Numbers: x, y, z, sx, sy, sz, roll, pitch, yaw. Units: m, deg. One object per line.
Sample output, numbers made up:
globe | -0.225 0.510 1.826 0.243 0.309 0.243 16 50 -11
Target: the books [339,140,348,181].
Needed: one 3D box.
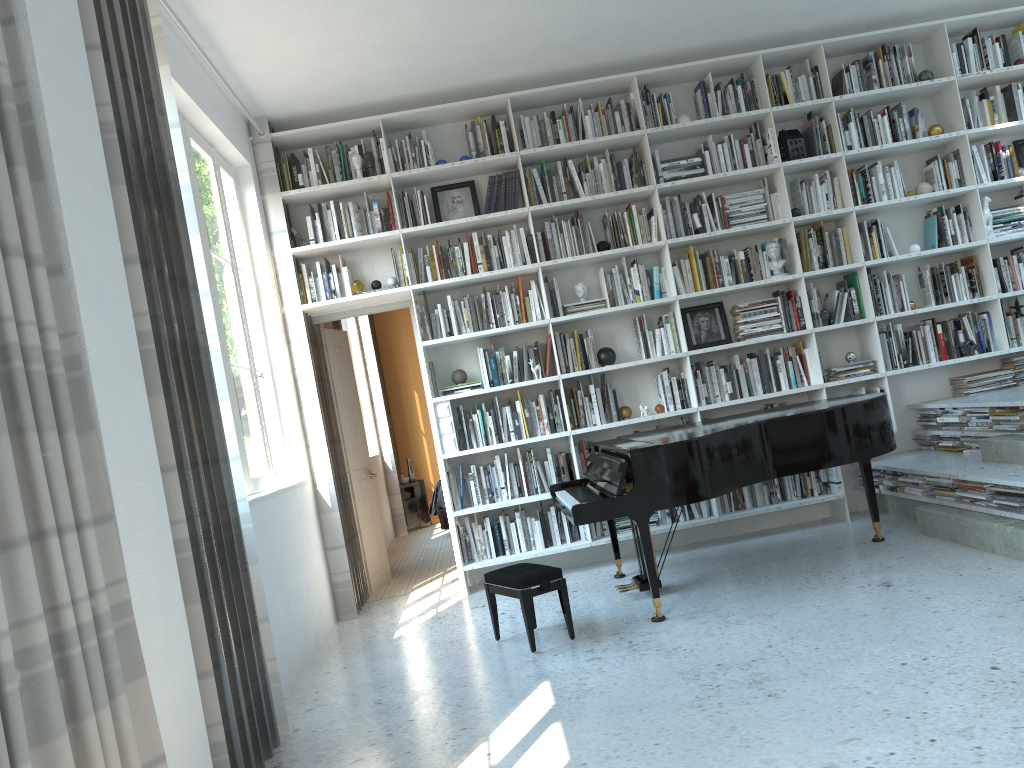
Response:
books | -1.115 -1.443 5.893 0.029 0.314 0.129 -10 -1 -3

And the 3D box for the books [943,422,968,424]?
books | 2.884 0.234 5.647 0.152 0.009 0.259 -10 -2 -6

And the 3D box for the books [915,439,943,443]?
books | 2.858 0.371 5.968 0.158 0.012 0.279 -10 -2 -4

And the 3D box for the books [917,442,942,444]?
books | 2.857 0.383 5.968 0.170 0.012 0.215 -10 -2 -3

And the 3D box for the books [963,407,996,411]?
books | 2.870 0.138 5.344 0.164 0.015 0.243 -10 -2 -8

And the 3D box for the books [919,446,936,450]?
books | 2.865 0.417 5.967 0.163 0.019 0.187 -10 -2 -4

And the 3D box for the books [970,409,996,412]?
books | 2.885 0.149 5.344 0.149 0.013 0.220 -11 -2 0

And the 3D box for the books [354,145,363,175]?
books | -1.003 -1.433 5.889 0.021 0.253 0.179 -10 -1 -3

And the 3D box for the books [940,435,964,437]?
books | 2.866 0.318 5.658 0.149 0.014 0.228 -10 -2 -5

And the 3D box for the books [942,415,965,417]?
books | 2.870 0.190 5.647 0.171 0.007 0.206 -10 -2 -1

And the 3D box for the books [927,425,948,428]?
books | 2.891 0.278 5.937 0.134 0.014 0.181 -10 -2 -6

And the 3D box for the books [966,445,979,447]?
books | 2.884 0.359 5.347 0.161 0.012 0.254 -10 -2 -2

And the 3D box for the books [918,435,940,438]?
books | 2.849 0.338 5.969 0.152 0.015 0.208 -11 -2 2

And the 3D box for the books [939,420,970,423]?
books | 2.879 0.226 5.647 0.163 0.008 0.295 -10 -2 -5

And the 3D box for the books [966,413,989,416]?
books | 2.883 0.170 5.343 0.167 0.008 0.234 -10 -2 -4

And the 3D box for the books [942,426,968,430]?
books | 2.885 0.268 5.646 0.173 0.017 0.233 -10 -2 -4

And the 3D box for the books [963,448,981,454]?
books | 2.870 0.397 5.345 0.188 0.028 0.202 -10 -2 -8

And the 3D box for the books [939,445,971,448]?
books | 2.874 0.383 5.656 0.160 0.014 0.268 -10 -2 -4

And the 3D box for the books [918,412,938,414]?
books | 2.858 0.182 5.938 0.167 0.008 0.234 -10 -2 -4

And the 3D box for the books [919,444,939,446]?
books | 2.871 0.394 5.968 0.147 0.014 0.292 -10 -2 -3

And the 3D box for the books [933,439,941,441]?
books | 2.854 0.363 5.968 0.152 0.005 0.242 -11 -2 1

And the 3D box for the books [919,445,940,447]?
books | 2.863 0.405 5.967 0.144 0.005 0.257 -11 -2 2

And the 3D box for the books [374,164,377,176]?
books | -0.910 -1.415 5.894 0.028 0.185 0.167 -10 -1 -3

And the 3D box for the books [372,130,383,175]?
books | -0.882 -1.498 5.891 0.014 0.337 0.168 -10 -1 -3

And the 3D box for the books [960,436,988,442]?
books | 2.862 0.322 5.347 0.181 0.017 0.250 -10 -2 -6

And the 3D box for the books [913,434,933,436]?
books | 2.841 0.328 5.969 0.174 0.009 0.240 -10 -2 -1

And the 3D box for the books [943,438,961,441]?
books | 2.874 0.341 5.657 0.137 0.018 0.200 -10 -2 -7

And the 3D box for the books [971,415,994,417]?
books | 2.893 0.179 5.344 0.144 0.013 0.220 -11 -2 0

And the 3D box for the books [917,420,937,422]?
books | 2.864 0.234 5.937 0.179 0.012 0.261 -10 -2 -3

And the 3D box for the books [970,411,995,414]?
books | 2.887 0.160 5.344 0.160 0.010 0.179 -10 -2 -3

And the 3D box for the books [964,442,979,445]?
books | 2.876 0.346 5.347 0.156 0.017 0.263 -10 -2 -7

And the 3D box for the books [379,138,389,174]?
books | -0.829 -1.465 5.862 0.024 0.252 0.235 -10 -1 -3

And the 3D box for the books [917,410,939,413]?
books | 2.857 0.173 5.939 0.159 0.011 0.246 -10 -2 -6

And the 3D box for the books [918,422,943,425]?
books | 2.862 0.250 5.937 0.175 0.017 0.265 -11 -2 0

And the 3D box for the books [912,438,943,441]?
books | 2.843 0.359 5.968 0.184 0.006 0.262 -10 -2 -2

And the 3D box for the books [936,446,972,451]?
books | 2.859 0.398 5.655 0.187 0.009 0.261 -11 -2 0

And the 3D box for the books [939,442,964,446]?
books | 2.859 0.371 5.656 0.180 0.017 0.183 -10 -2 -5

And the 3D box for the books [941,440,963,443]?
books | 2.870 0.356 5.657 0.159 0.009 0.228 -10 -2 -2

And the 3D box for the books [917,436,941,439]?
books | 2.849 0.350 5.968 0.159 0.009 0.210 -11 -2 1

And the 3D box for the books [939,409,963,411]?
books | 2.870 0.152 5.648 0.159 0.007 0.285 -10 -2 -4

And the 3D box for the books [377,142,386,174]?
books | -0.856 -1.463 5.898 0.025 0.259 0.138 -10 -1 -3

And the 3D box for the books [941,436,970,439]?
books | 2.866 0.329 5.657 0.144 0.009 0.249 -11 -2 1

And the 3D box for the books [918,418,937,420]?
books | 2.869 0.223 5.938 0.156 0.009 0.287 -10 -2 -5

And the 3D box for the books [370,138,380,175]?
books | -0.895 -1.469 5.895 0.022 0.286 0.175 -10 -1 -3

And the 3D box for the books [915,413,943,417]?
books | 2.850 0.195 5.938 0.171 0.015 0.253 -10 -2 -8

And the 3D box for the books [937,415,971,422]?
books | 2.862 0.210 5.646 0.189 0.030 0.238 -10 -2 -6

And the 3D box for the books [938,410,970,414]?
books | 2.870 0.165 5.648 0.163 0.018 0.290 -10 -2 -4

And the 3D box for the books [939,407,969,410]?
books | 2.856 0.141 5.648 0.171 0.020 0.193 -10 -2 -8

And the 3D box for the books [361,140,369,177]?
books | -0.963 -1.459 5.900 0.013 0.292 0.154 -10 -1 -3

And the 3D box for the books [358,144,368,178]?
books | -0.980 -1.440 5.887 0.027 0.259 0.147 -10 -1 -3

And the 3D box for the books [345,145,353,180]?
books | -1.067 -1.432 5.891 0.013 0.275 0.158 -10 -1 -3

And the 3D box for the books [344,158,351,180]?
books | -1.077 -1.386 5.882 0.024 0.187 0.159 -10 -1 -3

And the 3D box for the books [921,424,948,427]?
books | 2.874 0.265 5.937 0.163 0.017 0.232 -10 -2 -1

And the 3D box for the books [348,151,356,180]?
books | -1.046 -1.411 5.890 0.021 0.226 0.156 -10 -1 -3

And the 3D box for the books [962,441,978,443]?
books | 2.870 0.334 5.347 0.178 0.009 0.277 -10 -2 -2

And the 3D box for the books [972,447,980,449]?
books | 2.892 0.371 5.347 0.138 0.014 0.214 -11 -2 1

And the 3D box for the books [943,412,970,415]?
books | 2.874 0.179 5.648 0.143 0.012 0.264 -11 -2 2

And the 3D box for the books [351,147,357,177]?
books | -1.025 -1.424 5.879 0.025 0.243 0.167 -10 -1 -3

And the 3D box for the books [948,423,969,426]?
books | 2.900 0.246 5.647 0.131 0.021 0.240 -10 -2 -1
